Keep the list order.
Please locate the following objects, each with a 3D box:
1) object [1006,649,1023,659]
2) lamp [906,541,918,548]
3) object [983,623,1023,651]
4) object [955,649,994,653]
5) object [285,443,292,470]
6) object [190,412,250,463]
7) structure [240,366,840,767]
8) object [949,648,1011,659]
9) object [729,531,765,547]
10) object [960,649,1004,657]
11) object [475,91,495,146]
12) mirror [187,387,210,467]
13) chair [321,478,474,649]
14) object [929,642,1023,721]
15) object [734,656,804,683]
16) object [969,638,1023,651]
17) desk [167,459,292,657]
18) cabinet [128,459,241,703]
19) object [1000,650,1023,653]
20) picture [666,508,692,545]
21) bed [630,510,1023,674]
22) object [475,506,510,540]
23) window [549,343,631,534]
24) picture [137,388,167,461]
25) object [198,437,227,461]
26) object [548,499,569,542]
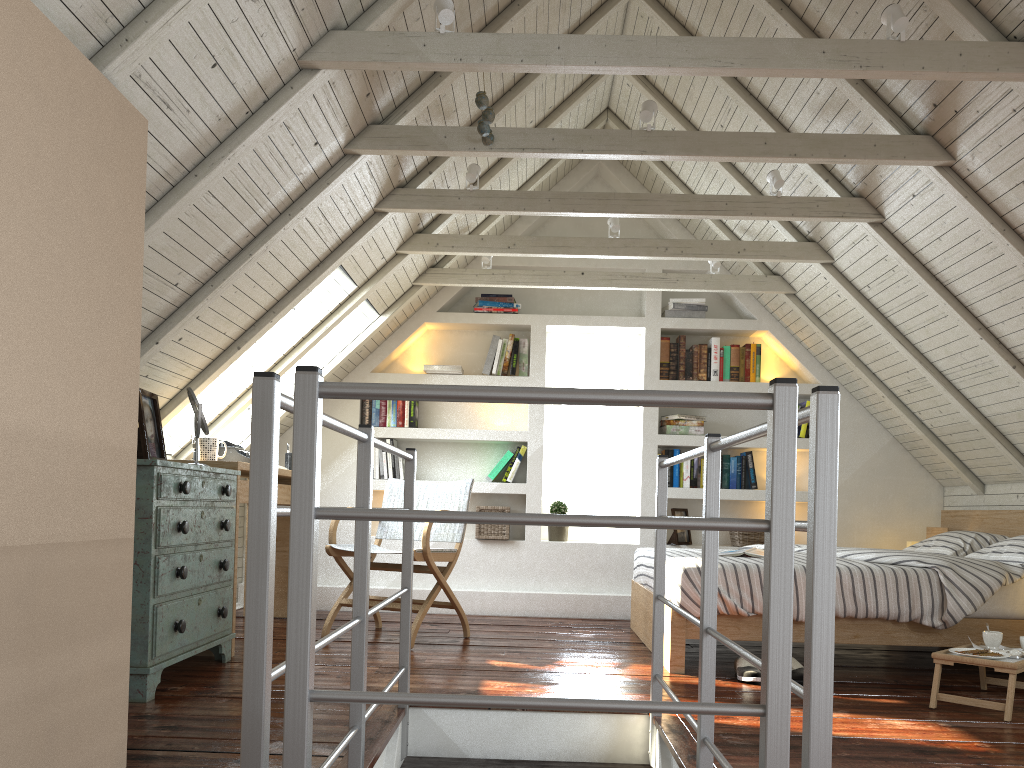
[{"bbox_3d":[1.727,0.926,3.021,0.055,0.028,0.056,-4,-9,42],"label":"object"},{"bbox_3d":[2.294,1.020,4.983,0.090,0.251,0.090,1,-2,9],"label":"lamp"},{"bbox_3d":[1.810,0.920,3.190,0.184,0.099,0.082,-1,-5,24],"label":"object"},{"bbox_3d":[1.618,0.934,3.064,0.140,0.015,0.078,-2,-9,22],"label":"object"},{"bbox_3d":[-1.205,0.404,4.848,0.088,0.185,0.088,3,-3,-35],"label":"object"},{"bbox_3d":[-1.297,0.266,4.129,0.354,0.237,0.391,2,-6,-4],"label":"object"},{"bbox_3d":[0.048,0.597,1.999,0.836,0.989,1.653,2,-6,1],"label":"structure"},{"bbox_3d":[1.603,0.928,3.017,0.189,0.016,0.191,0,-8,12],"label":"object"},{"bbox_3d":[1.470,0.933,5.402,0.283,0.133,0.179,3,-6,-8],"label":"object"},{"bbox_3d":[1.609,0.917,3.006,0.110,0.029,0.119,7,-9,-33],"label":"object"},{"bbox_3d":[-0.081,-0.822,2.749,0.059,0.066,0.286,2,-8,0],"label":"object"},{"bbox_3d":[-1.237,0.174,3.459,0.207,0.317,0.113,-1,-3,45],"label":"mirror"},{"bbox_3d":[-0.541,0.842,4.284,0.550,0.788,0.563,0,-4,26],"label":"chair"},{"bbox_3d":[1.699,1.033,3.092,0.534,0.181,0.269,9,-9,-44],"label":"object"},{"bbox_3d":[1.019,1.114,3.461,0.285,0.090,0.277,2,-7,-1],"label":"object"},{"bbox_3d":[1.733,0.943,3.192,0.154,0.046,0.160,3,-8,-8],"label":"object"},{"bbox_3d":[-1.312,0.810,4.277,0.377,0.800,1.335,2,-6,1],"label":"desk"},{"bbox_3d":[-1.298,0.673,3.163,0.415,0.763,0.810,2,-5,1],"label":"cabinet"},{"bbox_3d":[1.770,0.944,3.074,0.120,0.010,0.120,5,-9,-21],"label":"object"},{"bbox_3d":[1.001,0.868,5.353,0.126,0.222,0.174,-1,-4,41],"label":"picture"},{"bbox_3d":[1.583,0.929,4.195,1.877,0.701,1.888,1,-7,2],"label":"bed"},{"bbox_3d":[-0.117,0.854,5.425,0.204,0.200,0.206,2,-5,1],"label":"object"},{"bbox_3d":[-0.506,0.104,4.676,3.102,1.367,1.409,4,-5,-21],"label":"window"},{"bbox_3d":[-1.325,0.153,3.122,0.147,0.258,0.202,2,-4,-4],"label":"picture"},{"bbox_3d":[-1.276,0.280,3.729,0.083,0.100,0.109,-2,-6,42],"label":"object"},{"bbox_3d":[0.289,0.839,5.448,0.159,0.270,0.160,2,-3,-6],"label":"object"}]
